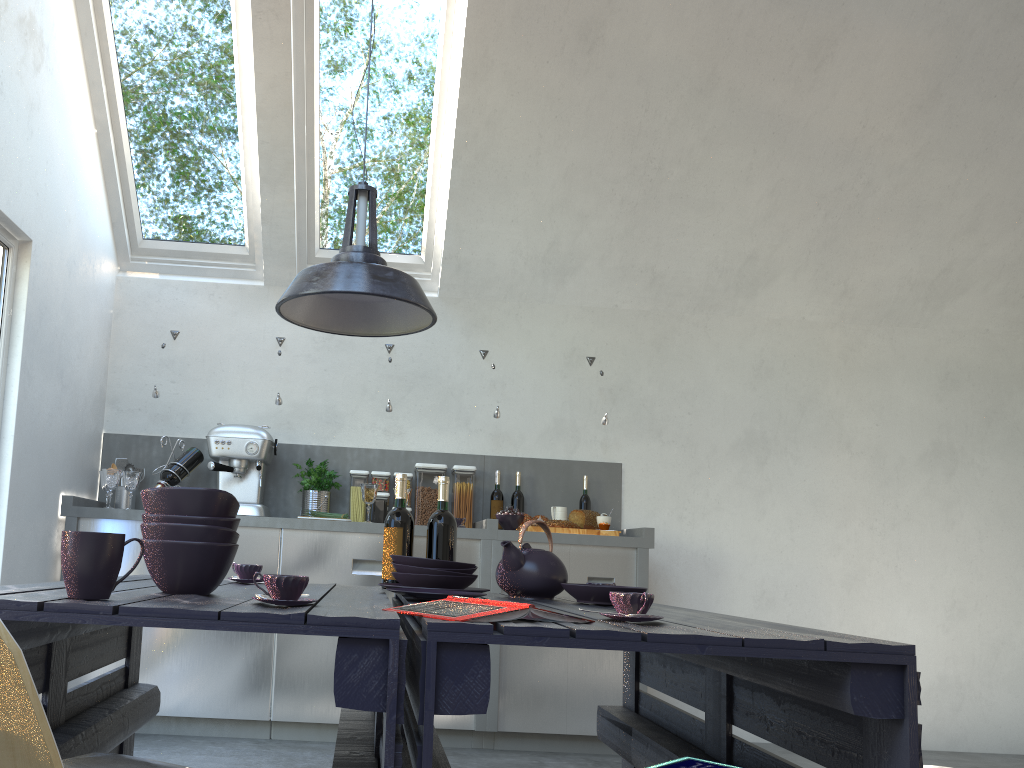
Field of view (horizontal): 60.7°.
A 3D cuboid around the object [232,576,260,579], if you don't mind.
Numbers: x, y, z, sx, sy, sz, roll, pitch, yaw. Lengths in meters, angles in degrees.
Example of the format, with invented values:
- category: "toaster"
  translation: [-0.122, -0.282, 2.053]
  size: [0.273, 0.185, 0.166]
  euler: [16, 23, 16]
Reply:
- category: "object"
  translation: [-0.759, 0.572, 2.569]
  size: [0.126, 0.013, 0.029]
  euler: [9, -12, -27]

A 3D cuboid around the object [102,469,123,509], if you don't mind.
- category: "object"
  translation: [-1.947, 0.511, 4.245]
  size: [0.096, 0.190, 0.101]
  euler: [4, -8, -12]

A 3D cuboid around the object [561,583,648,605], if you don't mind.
- category: "object"
  translation: [0.245, 0.563, 2.338]
  size: [0.243, 0.047, 0.218]
  euler: [-5, -14, 34]

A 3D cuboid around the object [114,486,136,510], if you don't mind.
- category: "object"
  translation: [-2.025, 0.605, 4.579]
  size: [0.113, 0.130, 0.101]
  euler: [-4, -11, 35]

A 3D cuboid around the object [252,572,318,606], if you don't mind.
- category: "object"
  translation: [-0.402, 0.365, 1.554]
  size: [0.112, 0.056, 0.121]
  euler: [6, -11, -18]

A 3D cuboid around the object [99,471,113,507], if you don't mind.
- category: "object"
  translation: [-2.022, 0.534, 4.375]
  size: [0.093, 0.190, 0.104]
  euler: [8, -9, -35]

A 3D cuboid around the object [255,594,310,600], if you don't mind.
- category: "object"
  translation: [-0.419, 0.388, 1.592]
  size: [0.029, 0.013, 0.126]
  euler: [-3, -13, 28]

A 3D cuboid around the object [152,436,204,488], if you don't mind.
- category: "object"
  translation: [-1.761, 0.462, 4.466]
  size: [0.244, 0.389, 0.321]
  euler: [-1, -9, 22]

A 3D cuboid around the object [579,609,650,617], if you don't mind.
- category: "object"
  translation: [0.186, 0.423, 1.605]
  size: [0.138, 0.013, 0.027]
  euler: [-2, -12, 23]

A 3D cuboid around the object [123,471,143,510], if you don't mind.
- category: "object"
  translation: [-1.880, 0.529, 4.317]
  size: [0.102, 0.190, 0.096]
  euler: [0, -8, 17]

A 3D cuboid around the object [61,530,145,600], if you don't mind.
- category: "object"
  translation: [-0.686, 0.303, 1.458]
  size: [0.126, 0.108, 0.104]
  euler: [5, -9, -13]

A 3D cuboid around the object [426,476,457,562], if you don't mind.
- category: "object"
  translation: [-0.210, 0.450, 2.625]
  size: [0.096, 0.341, 0.087]
  euler: [-1, -8, 27]

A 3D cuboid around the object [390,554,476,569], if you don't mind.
- category: "object"
  translation: [-0.211, 0.486, 2.315]
  size: [0.227, 0.057, 0.234]
  euler: [4, -11, -6]

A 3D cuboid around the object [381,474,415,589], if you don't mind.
- category: "object"
  translation: [-0.337, 0.440, 2.611]
  size: [0.097, 0.341, 0.087]
  euler: [-2, -8, 32]

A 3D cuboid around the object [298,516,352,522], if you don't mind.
- category: "object"
  translation: [-0.928, 0.672, 4.333]
  size: [0.259, 0.012, 0.186]
  euler: [5, -12, -7]

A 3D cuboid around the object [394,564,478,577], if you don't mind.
- category: "object"
  translation: [-0.204, 0.511, 2.312]
  size: [0.229, 0.062, 0.232]
  euler: [3, -11, -1]

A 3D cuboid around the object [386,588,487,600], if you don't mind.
- category: "object"
  translation: [-0.176, 0.492, 2.036]
  size: [0.235, 0.019, 0.237]
  euler: [3, -12, -1]

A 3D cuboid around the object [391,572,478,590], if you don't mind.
- category: "object"
  translation: [-0.206, 0.526, 2.310]
  size: [0.243, 0.047, 0.218]
  euler: [-5, -14, 34]

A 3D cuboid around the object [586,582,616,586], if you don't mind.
- category: "object"
  translation: [0.259, 0.609, 2.564]
  size: [0.113, 0.056, 0.120]
  euler: [5, -11, -13]

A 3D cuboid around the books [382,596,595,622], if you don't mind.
- category: "books"
  translation: [-0.042, 0.397, 1.548]
  size: [0.289, 0.030, 0.238]
  euler: [12, -15, -37]

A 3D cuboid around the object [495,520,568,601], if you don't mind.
- category: "object"
  translation: [0.059, 0.512, 2.555]
  size: [0.211, 0.230, 0.222]
  euler: [3, -9, -4]

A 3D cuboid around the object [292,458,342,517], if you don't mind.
- category: "object"
  translation: [-1.034, 0.559, 4.602]
  size: [0.266, 0.338, 0.236]
  euler: [-4, -10, 37]

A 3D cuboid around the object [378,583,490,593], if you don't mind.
- category: "object"
  translation: [-0.207, 0.547, 2.310]
  size: [0.311, 0.024, 0.285]
  euler: [-3, -13, 25]

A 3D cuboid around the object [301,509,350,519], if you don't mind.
- category: "object"
  translation: [-0.947, 0.647, 4.334]
  size: [0.283, 0.053, 0.140]
  euler: [1, -11, 12]

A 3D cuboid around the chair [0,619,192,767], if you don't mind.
- category: "chair"
  translation: [-0.631, 0.705, 1.252]
  size: [0.729, 0.810, 0.746]
  euler: [-1, -10, 24]

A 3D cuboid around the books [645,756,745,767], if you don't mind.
- category: "books"
  translation: [0.250, 0.524, 1.140]
  size: [0.153, 0.025, 0.194]
  euler: [-7, -15, 39]

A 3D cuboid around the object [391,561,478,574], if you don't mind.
- category: "object"
  translation: [-0.206, 0.499, 2.317]
  size: [0.229, 0.062, 0.231]
  euler: [3, -11, -1]

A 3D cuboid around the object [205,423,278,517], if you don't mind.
- category: "object"
  translation: [-1.394, 0.438, 4.493]
  size: [0.355, 0.494, 0.438]
  euler: [3, -9, -7]

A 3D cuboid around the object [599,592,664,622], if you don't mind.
- category: "object"
  translation: [0.222, 0.413, 1.625]
  size: [0.117, 0.056, 0.117]
  euler: [3, -11, 2]

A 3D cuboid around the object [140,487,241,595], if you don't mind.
- category: "object"
  translation: [-0.663, 0.325, 1.801]
  size: [0.192, 0.211, 0.218]
  euler: [3, -9, -5]

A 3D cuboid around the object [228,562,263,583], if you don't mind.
- category: "object"
  translation: [-0.763, 0.547, 2.530]
  size: [0.112, 0.056, 0.121]
  euler: [6, -11, -18]
